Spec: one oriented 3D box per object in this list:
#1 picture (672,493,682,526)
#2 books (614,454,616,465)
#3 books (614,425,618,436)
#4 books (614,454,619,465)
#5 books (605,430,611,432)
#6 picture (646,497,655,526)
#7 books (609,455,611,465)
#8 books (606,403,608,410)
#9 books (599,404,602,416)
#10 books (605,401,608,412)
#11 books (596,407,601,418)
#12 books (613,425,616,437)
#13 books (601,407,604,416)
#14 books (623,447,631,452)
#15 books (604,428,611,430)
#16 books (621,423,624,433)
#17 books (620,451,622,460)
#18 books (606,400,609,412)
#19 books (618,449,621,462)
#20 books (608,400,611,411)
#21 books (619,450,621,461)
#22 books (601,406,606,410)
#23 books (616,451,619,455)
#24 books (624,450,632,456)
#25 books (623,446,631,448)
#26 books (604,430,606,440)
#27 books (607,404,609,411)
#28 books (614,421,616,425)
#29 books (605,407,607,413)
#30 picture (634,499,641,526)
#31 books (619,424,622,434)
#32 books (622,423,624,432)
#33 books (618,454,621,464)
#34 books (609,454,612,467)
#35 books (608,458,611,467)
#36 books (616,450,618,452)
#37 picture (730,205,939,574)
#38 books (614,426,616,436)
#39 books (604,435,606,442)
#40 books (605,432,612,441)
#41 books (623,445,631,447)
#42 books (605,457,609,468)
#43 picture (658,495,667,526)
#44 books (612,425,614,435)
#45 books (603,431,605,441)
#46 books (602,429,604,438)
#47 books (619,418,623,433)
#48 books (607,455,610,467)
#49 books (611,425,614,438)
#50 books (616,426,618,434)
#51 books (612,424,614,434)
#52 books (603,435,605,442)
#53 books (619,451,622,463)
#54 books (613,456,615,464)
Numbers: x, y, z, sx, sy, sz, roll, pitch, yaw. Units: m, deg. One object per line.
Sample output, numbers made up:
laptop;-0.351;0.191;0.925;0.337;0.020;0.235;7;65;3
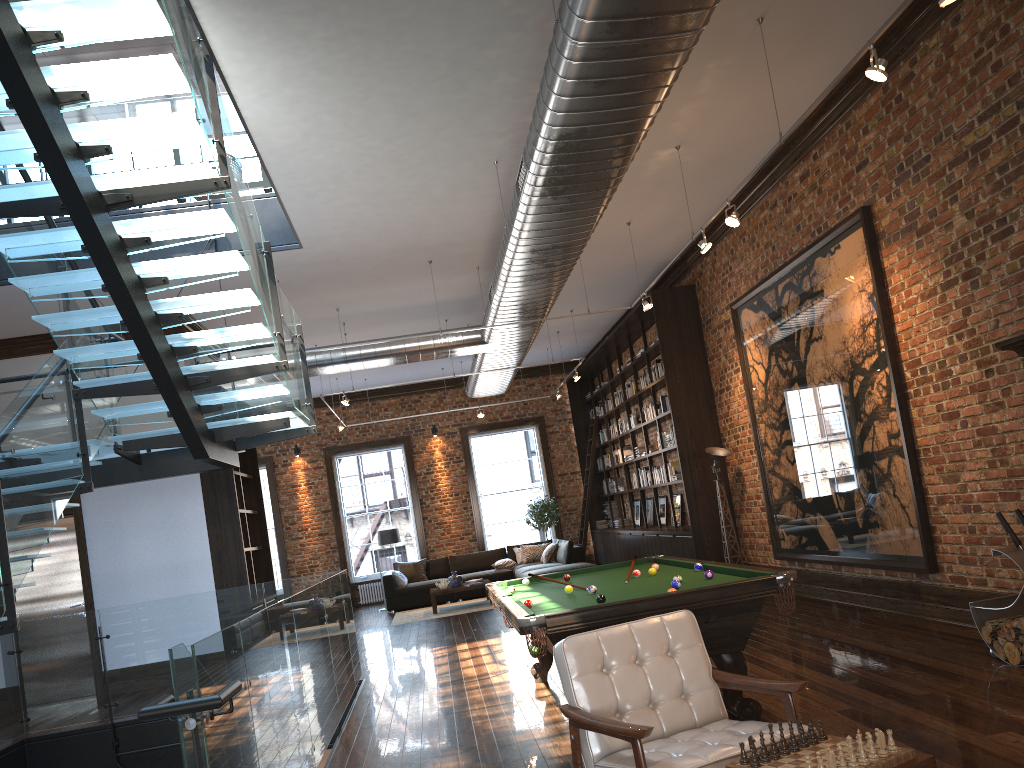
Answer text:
picture;2.596;1.983;13.961;0.112;0.495;0.512;-9;-6;-6
books;2.085;1.472;17.277;0.171;0.231;0.015;-9;-4;-6
books;2.047;0.887;16.762;0.181;0.240;0.036;-9;-4;-6
books;2.089;1.439;16.951;0.235;0.201;0.046;-8;-4;-6
books;1.963;1.038;17.711;0.166;0.248;0.080;-9;-4;-6
picture;2.443;2.258;15.665;0.112;0.495;0.512;-9;-6;-6
books;2.046;1.530;17.693;0.187;0.251;0.017;-9;-4;-6
books;1.929;0.459;17.239;0.155;0.248;0.032;-9;-4;-6
books;1.864;0.536;17.796;0.190;0.278;0.017;-9;-4;-6
books;1.925;0.449;17.269;0.187;0.278;0.028;-9;-4;-6
books;1.830;0.586;18.005;0.234;0.250;0.028;-8;-4;-6
books;2.025;0.909;16.939;0.174;0.255;0.027;-9;-4;-6
books;1.883;0.554;17.715;0.173;0.212;0.025;-8;-4;-6
books;2.139;1.324;16.518;0.188;0.285;0.013;-9;-4;-6
books;1.956;1.032;17.784;0.190;0.279;0.006;-9;-4;-6
books;2.101;0.810;16.216;0.182;0.216;0.035;-8;-4;-6
books;2.133;1.355;16.633;0.180;0.259;0.010;-9;-4;-6
books;1.933;0.436;17.175;0.183;0.273;0.013;-9;-4;-6
books;2.121;1.359;16.726;0.183;0.282;0.011;-9;-4;-6
books;1.950;0.426;17.053;0.178;0.253;0.036;-9;-4;-6
books;2.120;1.363;16.681;0.189;0.262;0.010;-9;-4;-6
books;1.888;0.554;17.736;0.181;0.218;0.015;-8;-4;-6
books;2.105;1.412;16.999;0.177;0.262;0.042;-9;-4;-6
books;2.166;1.340;16.466;0.147;0.231;0.037;-9;-4;-6
books;2.157;1.314;16.534;0.162;0.304;0.006;-9;-4;-6
books;1.951;1.043;17.755;0.183;0.253;0.046;-9;-4;-6
books;1.947;0.471;17.137;0.177;0.189;0.031;-8;-4;-6
books;2.037;0.855;16.789;0.171;0.313;0.014;-9;-4;-6
books;1.915;0.548;17.650;0.136;0.201;0.086;-9;-4;-6
picture;2.355;2.416;16.640;0.112;0.495;0.512;-9;-6;-6
books;2.080;0.830;16.358;0.191;0.225;0.025;-8;-4;-6
books;2.107;0.802;16.187;0.160;0.221;0.025;-9;-4;-6
books;2.119;1.424;16.898;0.186;0.206;0.017;-8;-4;-6
books;2.040;1.512;17.655;0.164;0.276;0.013;-9;-4;-6
books;2.034;1.571;17.761;0.175;0.194;0.031;-8;-4;-6
books;2.102;1.405;17.034;0.169;0.288;0.026;-9;-4;-6
picture;2.959;0.283;8.684;0.080;2.982;3.230;-9;-6;-6
books;2.039;0.890;16.920;0.158;0.282;0.015;-9;-4;-6
books;1.949;1.069;17.808;0.186;0.217;0.021;-8;-4;-6
books;1.960;1.055;17.689;0.185;0.209;0.070;-8;-4;-6
books;2.156;1.302;16.541;0.161;0.329;0.006;-9;-4;-6
books;1.999;1.585;17.924;0.231;0.223;0.024;-8;-4;-6
picture;2.518;2.123;14.828;0.112;0.495;0.512;-9;-6;-6
books;2.036;0.917;17.105;0.174;0.284;0.092;-9;-4;-6
books;1.940;1.060;17.834;0.188;0.245;0.005;-9;-4;-6
books;1.936;1.051;17.931;0.183;0.291;0.006;-9;-4;-6
books;2.084;0.776;16.295;0.183;0.312;0.013;-9;-4;-6
books;2.028;1.552;17.859;0.180;0.262;0.015;-9;-4;-6
books;2.013;0.929;17.142;0.174;0.281;0.114;-9;-4;-6
books;2.061;0.888;16.701;0.157;0.217;0.034;-9;-4;-6
books;2.029;0.906;17.026;0.174;0.284;0.092;-9;-4;-6
books;1.938;1.080;17.860;0.186;0.213;0.005;-8;-4;-6
books;2.123;1.367;16.668;0.183;0.250;0.015;-9;-4;-6
books;2.067;1.502;17.329;0.191;0.194;0.035;-8;-4;-6
